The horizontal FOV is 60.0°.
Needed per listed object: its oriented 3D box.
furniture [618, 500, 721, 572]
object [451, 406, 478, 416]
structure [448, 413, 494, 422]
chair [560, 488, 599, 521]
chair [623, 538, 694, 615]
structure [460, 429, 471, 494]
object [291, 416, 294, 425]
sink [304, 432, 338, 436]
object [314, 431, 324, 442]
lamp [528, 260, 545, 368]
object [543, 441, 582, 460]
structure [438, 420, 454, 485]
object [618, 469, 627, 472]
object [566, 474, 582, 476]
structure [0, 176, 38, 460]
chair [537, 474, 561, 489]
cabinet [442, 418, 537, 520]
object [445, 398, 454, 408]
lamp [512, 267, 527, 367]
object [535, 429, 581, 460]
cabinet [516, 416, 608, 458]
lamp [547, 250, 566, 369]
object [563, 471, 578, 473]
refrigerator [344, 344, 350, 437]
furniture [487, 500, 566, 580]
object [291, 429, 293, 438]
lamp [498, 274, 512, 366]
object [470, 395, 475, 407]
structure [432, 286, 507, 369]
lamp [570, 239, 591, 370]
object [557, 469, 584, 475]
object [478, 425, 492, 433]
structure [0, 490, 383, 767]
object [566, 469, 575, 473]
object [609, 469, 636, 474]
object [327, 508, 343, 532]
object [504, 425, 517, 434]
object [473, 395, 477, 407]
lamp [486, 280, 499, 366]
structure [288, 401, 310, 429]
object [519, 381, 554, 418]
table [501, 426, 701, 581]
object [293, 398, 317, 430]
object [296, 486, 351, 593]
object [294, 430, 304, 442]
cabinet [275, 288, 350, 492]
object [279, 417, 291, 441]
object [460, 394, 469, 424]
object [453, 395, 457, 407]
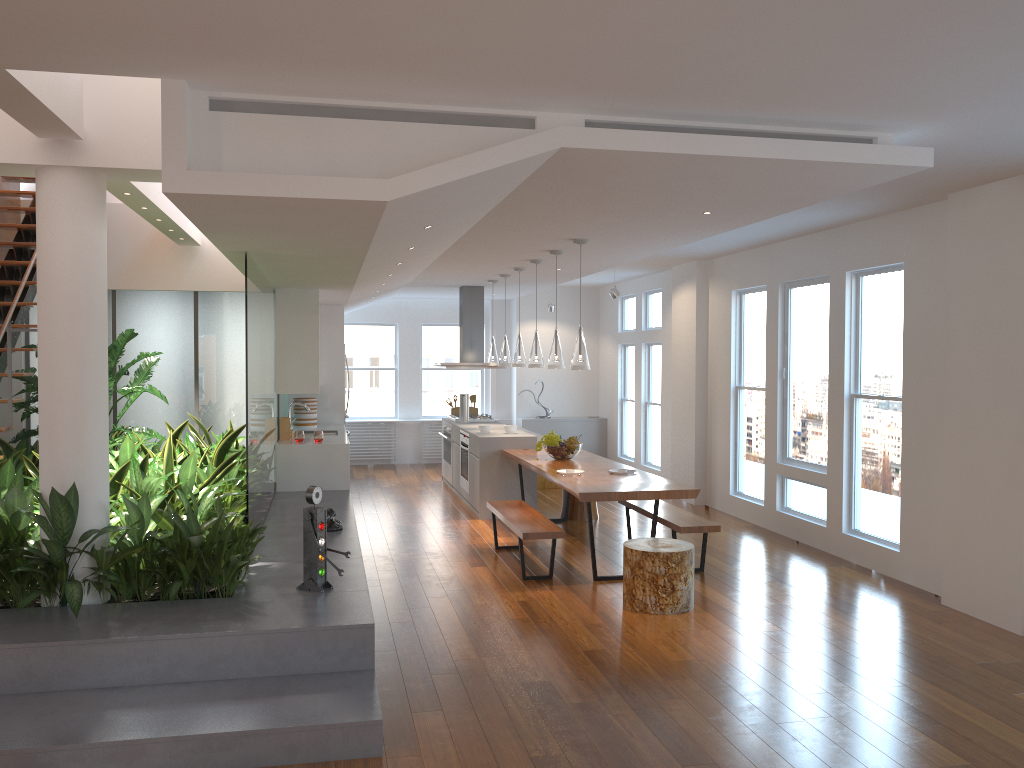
[{"bbox_3d":[1.249,1.225,7.265,0.316,0.389,1.433,0,2,-12],"label":"furniture"},{"bbox_3d":[-0.628,0.372,11.718,0.353,0.157,0.084,0,2,-12],"label":"object"},{"bbox_3d":[-0.523,0.428,11.286,0.520,0.073,0.650,0,2,-12],"label":"structure"},{"bbox_3d":[0.690,1.141,9.064,0.396,0.455,0.402,-1,2,-22],"label":"chair"},{"bbox_3d":[0.963,1.256,5.838,0.460,0.400,0.460,0,2,-2],"label":"chair"},{"bbox_3d":[-0.516,0.853,9.845,0.072,0.648,0.644,0,2,-12],"label":"structure"},{"bbox_3d":[-2.470,0.411,10.475,0.265,0.196,0.284,1,2,30],"label":"object"},{"bbox_3d":[-2.103,0.649,9.568,0.449,0.192,0.666,0,2,-12],"label":"sink"},{"bbox_3d":[-1.867,0.506,8.557,0.094,0.106,0.094,0,2,-6],"label":"object"},{"bbox_3d":[0.225,-0.679,8.171,0.160,1.060,0.160,1,2,15],"label":"lamp"},{"bbox_3d":[0.461,0.615,8.092,0.360,0.159,0.360,2,2,42],"label":"object"},{"bbox_3d":[-0.563,0.855,11.278,0.649,0.735,0.890,0,2,-12],"label":"structure"},{"bbox_3d":[0.891,0.701,7.140,0.079,0.030,0.070,1,2,31],"label":"object"},{"bbox_3d":[0.482,0.714,6.966,0.149,0.014,0.044,0,2,-13],"label":"object"},{"bbox_3d":[-2.948,-0.839,6.565,2.552,4.265,4.591,0,2,-12],"label":"structure"},{"bbox_3d":[0.437,1.083,11.273,0.344,0.430,0.549,0,2,-8],"label":"chair"},{"bbox_3d":[-0.337,0.906,10.399,0.597,0.832,2.936,0,2,-12],"label":"cabinet"},{"bbox_3d":[-0.782,0.310,11.692,0.199,0.259,0.016,0,2,-1],"label":"object"},{"bbox_3d":[0.076,-0.700,8.878,0.160,1.060,0.160,1,2,15],"label":"lamp"},{"bbox_3d":[0.434,0.552,8.099,0.292,0.284,0.394,2,2,42],"label":"object"},{"bbox_3d":[0.744,0.870,13.336,1.309,0.725,0.420,0,2,-12],"label":"cabinet"},{"bbox_3d":[0.374,-0.658,7.463,0.160,1.060,0.160,1,2,15],"label":"lamp"},{"bbox_3d":[0.468,0.711,7.100,0.124,0.011,0.124,0,2,9],"label":"object"},{"bbox_3d":[-2.437,0.380,11.306,0.725,1.772,0.908,0,2,-12],"label":"refrigerator"},{"bbox_3d":[0.082,1.229,7.020,0.316,0.389,1.433,0,2,-12],"label":"furniture"},{"bbox_3d":[-2.286,0.462,9.046,0.100,0.170,0.173,0,2,-10],"label":"object"},{"bbox_3d":[-0.073,-0.721,9.585,0.160,1.060,0.160,1,2,15],"label":"lamp"},{"bbox_3d":[-0.530,0.293,11.729,0.068,0.298,0.039,0,2,-12],"label":"object"},{"bbox_3d":[-0.511,-0.901,11.221,0.909,1.405,0.900,0,2,-12],"label":"structure"},{"bbox_3d":[0.522,-0.638,6.756,0.160,1.060,0.160,1,2,15],"label":"lamp"},{"bbox_3d":[0.468,0.707,7.100,0.222,0.020,0.222,1,2,29],"label":"object"},{"bbox_3d":[-0.286,0.478,9.420,0.152,0.082,0.152,1,2,27],"label":"object"},{"bbox_3d":[-2.611,1.264,6.020,3.088,0.386,5.584,0,2,-12],"label":"structure"},{"bbox_3d":[0.468,0.701,7.100,0.079,0.030,0.070,2,2,41],"label":"object"},{"bbox_3d":[0.891,0.707,7.140,0.222,0.020,0.222,0,2,-20],"label":"object"},{"bbox_3d":[-1.340,0.985,6.459,0.181,0.155,0.216,2,2,43],"label":"object"},{"bbox_3d":[-0.017,0.481,9.351,0.152,0.082,0.152,1,2,39],"label":"object"},{"bbox_3d":[-0.497,0.293,11.754,0.057,0.294,0.030,0,2,-12],"label":"object"},{"bbox_3d":[-0.221,-0.742,10.292,0.160,1.060,0.160,1,2,15],"label":"lamp"},{"bbox_3d":[-2.299,0.452,9.550,0.248,0.536,0.115,0,2,-12],"label":"structure"},{"bbox_3d":[0.379,0.229,13.195,0.590,0.563,0.210,-1,2,-41],"label":"object"},{"bbox_3d":[0.277,1.009,9.104,0.893,0.704,5.996,0,2,-12],"label":"table"},{"bbox_3d":[-2.357,0.340,10.102,0.267,0.356,0.266,1,2,14],"label":"object"},{"bbox_3d":[-1.002,0.834,4.771,0.318,0.565,0.134,1,2,24],"label":"object"},{"bbox_3d":[-2.054,0.505,8.565,0.094,0.106,0.094,0,2,-6],"label":"object"},{"bbox_3d":[-2.337,0.186,10.562,0.676,2.280,4.565,0,2,-12],"label":"cabinet"},{"bbox_3d":[-2.248,0.443,8.800,0.104,0.222,0.200,0,2,-12],"label":"object"},{"bbox_3d":[-0.569,0.300,10.804,0.120,0.356,0.172,1,2,36],"label":"object"},{"bbox_3d":[-0.746,0.292,11.701,0.055,0.299,0.027,0,2,-12],"label":"object"}]
